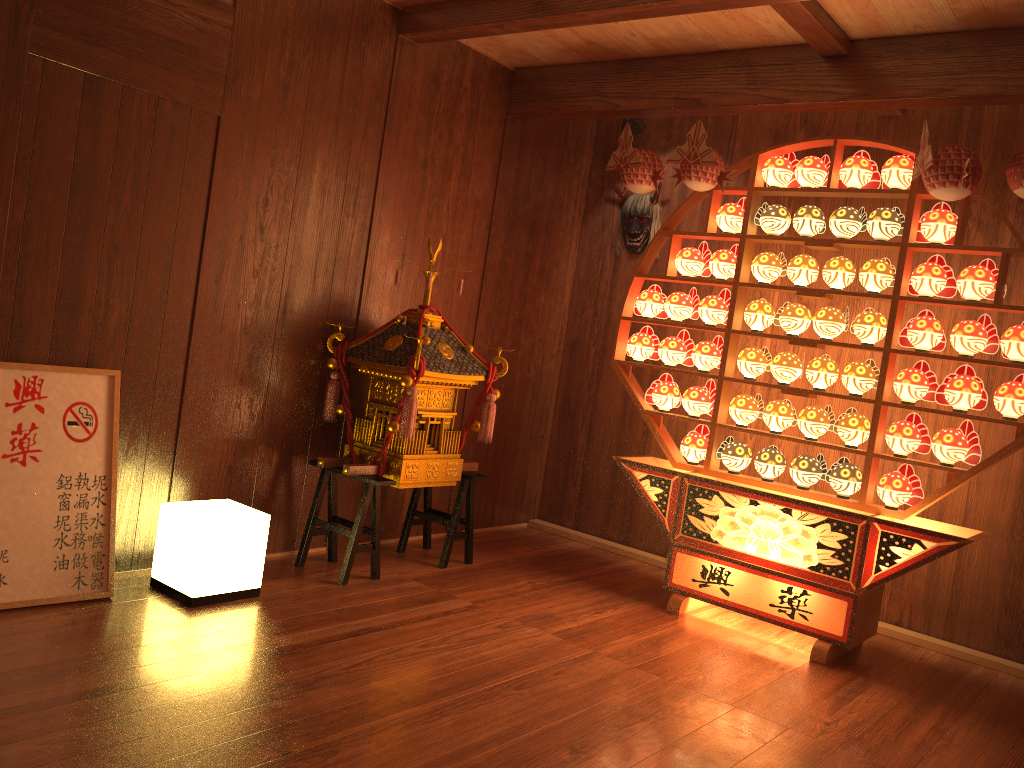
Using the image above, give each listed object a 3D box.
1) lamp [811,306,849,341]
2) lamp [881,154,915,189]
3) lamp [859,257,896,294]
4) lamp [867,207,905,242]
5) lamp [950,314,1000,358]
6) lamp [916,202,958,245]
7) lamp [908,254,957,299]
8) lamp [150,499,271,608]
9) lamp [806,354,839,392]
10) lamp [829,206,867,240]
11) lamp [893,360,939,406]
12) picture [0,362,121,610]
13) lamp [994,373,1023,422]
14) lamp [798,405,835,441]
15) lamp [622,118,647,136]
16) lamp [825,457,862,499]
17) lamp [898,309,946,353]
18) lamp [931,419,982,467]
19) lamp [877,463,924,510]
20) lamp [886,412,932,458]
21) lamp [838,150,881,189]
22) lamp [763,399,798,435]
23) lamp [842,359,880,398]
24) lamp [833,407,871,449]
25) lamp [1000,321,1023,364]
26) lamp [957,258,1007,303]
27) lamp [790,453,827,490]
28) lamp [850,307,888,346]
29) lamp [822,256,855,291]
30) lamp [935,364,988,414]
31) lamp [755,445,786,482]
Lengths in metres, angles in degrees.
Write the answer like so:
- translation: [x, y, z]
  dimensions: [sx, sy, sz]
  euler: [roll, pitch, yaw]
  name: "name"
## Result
- translation: [1.385, -0.271, 3.888]
  dimensions: [0.156, 0.167, 0.139]
  euler: [9, 3, 2]
  name: "lamp"
- translation: [1.631, -0.906, 3.733]
  dimensions: [0.183, 0.188, 0.162]
  euler: [11, 4, 42]
  name: "lamp"
- translation: [1.548, -0.467, 3.764]
  dimensions: [0.135, 0.173, 0.162]
  euler: [11, 3, 43]
  name: "lamp"
- translation: [1.577, -0.685, 3.759]
  dimensions: [0.162, 0.173, 0.135]
  euler: [7, 3, -37]
  name: "lamp"
- translation: [1.826, -0.199, 3.541]
  dimensions: [0.161, 0.191, 0.176]
  euler: [7, 3, -22]
  name: "lamp"
- translation: [1.754, -0.665, 3.625]
  dimensions: [0.195, 0.200, 0.161]
  euler: [10, 3, 22]
  name: "lamp"
- translation: [1.716, -0.448, 3.637]
  dimensions: [0.194, 0.200, 0.162]
  euler: [10, 3, 37]
  name: "lamp"
- translation: [-1.129, 0.623, 3.313]
  dimensions: [0.271, 0.315, 0.290]
  euler: [10, 3, 38]
  name: "lamp"
- translation: [1.360, -0.052, 3.877]
  dimensions: [0.136, 0.167, 0.161]
  euler: [10, 3, 23]
  name: "lamp"
- translation: [1.450, -0.706, 3.863]
  dimensions: [0.159, 0.167, 0.137]
  euler: [8, 3, -13]
  name: "lamp"
- translation: [1.650, -0.011, 3.656]
  dimensions: [0.162, 0.195, 0.183]
  euler: [6, 3, -42]
  name: "lamp"
- translation: [-1.555, 0.337, 3.001]
  dimensions: [0.207, 0.787, 0.415]
  euler: [11, 3, 43]
  name: "picture"
- translation: [1.945, 0.047, 3.430]
  dimensions: [0.162, 0.192, 0.176]
  euler: [6, 3, -42]
  name: "lamp"
- translation: [1.322, 0.165, 3.894]
  dimensions: [0.161, 0.167, 0.136]
  euler: [7, 3, -22]
  name: "lamp"
- translation: [0.633, -1.370, 4.609]
  dimensions: [0.132, 0.176, 0.179]
  euler: [10, 3, 23]
  name: "lamp"
- translation: [1.436, 0.406, 3.793]
  dimensions: [0.139, 0.173, 0.157]
  euler: [9, 3, 3]
  name: "lamp"
- translation: [1.701, -0.221, 3.634]
  dimensions: [0.186, 0.187, 0.160]
  euler: [9, 3, 17]
  name: "lamp"
- translation: [1.759, 0.231, 3.559]
  dimensions: [0.160, 0.200, 0.196]
  euler: [8, 3, -17]
  name: "lamp"
- translation: [1.589, 0.423, 3.676]
  dimensions: [0.162, 0.197, 0.188]
  euler: [7, 3, -37]
  name: "lamp"
- translation: [1.620, 0.208, 3.663]
  dimensions: [0.162, 0.193, 0.179]
  euler: [6, 3, -42]
  name: "lamp"
- translation: [1.495, -0.938, 3.837]
  dimensions: [0.195, 0.200, 0.161]
  euler: [10, 3, 27]
  name: "lamp"
- translation: [1.197, 0.144, 3.984]
  dimensions: [0.135, 0.161, 0.162]
  euler: [10, 3, 38]
  name: "lamp"
- translation: [1.480, -0.032, 3.786]
  dimensions: [0.162, 0.173, 0.135]
  euler: [7, 3, -37]
  name: "lamp"
- translation: [1.467, 0.190, 3.782]
  dimensions: [0.139, 0.173, 0.157]
  euler: [9, 3, 3]
  name: "lamp"
- translation: [1.970, -0.176, 3.428]
  dimensions: [0.162, 0.200, 0.193]
  euler: [7, 3, -37]
  name: "lamp"
- translation: [1.852, -0.420, 3.534]
  dimensions: [0.162, 0.195, 0.183]
  euler: [7, 3, -37]
  name: "lamp"
- translation: [1.290, 0.381, 3.903]
  dimensions: [0.161, 0.167, 0.136]
  euler: [7, 3, -22]
  name: "lamp"
- translation: [1.531, -0.246, 3.766]
  dimensions: [0.138, 0.173, 0.158]
  euler: [9, 3, 8]
  name: "lamp"
- translation: [1.427, -0.487, 3.859]
  dimensions: [0.136, 0.167, 0.160]
  euler: [9, 3, 18]
  name: "lamp"
- translation: [1.808, 0.017, 3.536]
  dimensions: [0.195, 0.200, 0.161]
  euler: [10, 3, 22]
  name: "lamp"
- translation: [1.166, 0.361, 3.995]
  dimensions: [0.136, 0.161, 0.160]
  euler: [9, 3, 18]
  name: "lamp"
